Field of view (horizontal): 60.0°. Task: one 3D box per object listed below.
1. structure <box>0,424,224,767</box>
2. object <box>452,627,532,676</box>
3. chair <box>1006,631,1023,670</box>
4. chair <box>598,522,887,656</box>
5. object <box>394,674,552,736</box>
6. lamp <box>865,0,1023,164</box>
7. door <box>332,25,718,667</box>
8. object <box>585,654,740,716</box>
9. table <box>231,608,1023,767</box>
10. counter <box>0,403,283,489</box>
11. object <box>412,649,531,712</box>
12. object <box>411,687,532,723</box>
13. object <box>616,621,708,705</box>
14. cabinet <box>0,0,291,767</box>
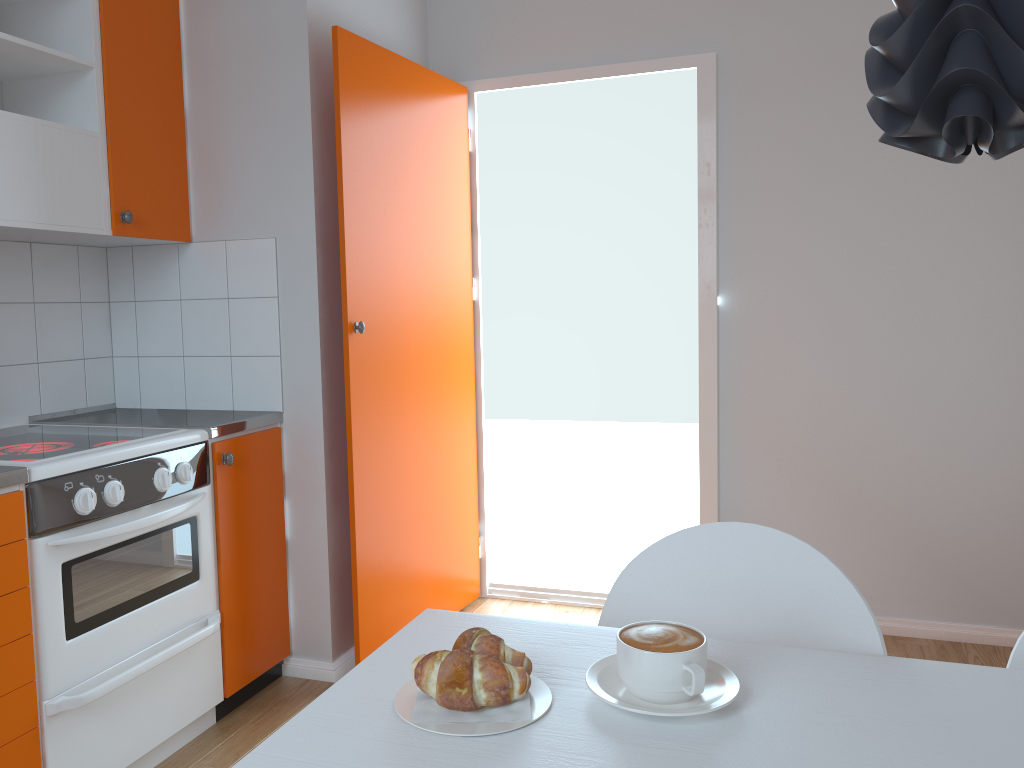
[{"bbox_3d":[-1.229,0.577,2.337,0.736,0.863,0.616,0,5,19],"label":"structure"},{"bbox_3d":[-0.021,0.301,0.968,0.075,0.059,0.059,3,6,40],"label":"object"},{"bbox_3d":[0.691,0.669,0.769,0.510,0.870,0.639,1,5,24],"label":"chair"},{"bbox_3d":[0.135,0.656,1.064,0.512,0.870,0.636,3,7,44],"label":"chair"},{"bbox_3d":[-0.041,0.333,0.938,0.165,0.005,0.169,-4,6,-28],"label":"object"},{"bbox_3d":[0.371,-0.937,0.683,0.172,1.504,0.167,2,6,36],"label":"lamp"},{"bbox_3d":[-0.006,-0.137,3.283,1.383,2.053,0.695,-3,5,-22],"label":"door"},{"bbox_3d":[0.158,0.322,0.937,0.163,0.020,0.158,2,6,34],"label":"object"},{"bbox_3d":[0.363,0.737,0.650,1.285,0.770,0.827,0,5,20],"label":"table"},{"bbox_3d":[-1.542,0.273,1.488,0.684,0.132,3.091,0,5,19],"label":"counter"},{"bbox_3d":[-0.050,0.305,0.924,0.132,0.060,0.069,0,5,20],"label":"object"},{"bbox_3d":[-0.043,0.331,0.942,0.122,0.005,0.120,-1,5,-1],"label":"object"},{"bbox_3d":[0.160,0.293,0.934,0.100,0.064,0.093,1,5,23],"label":"object"},{"bbox_3d":[-1.532,-0.081,1.455,0.708,2.346,3.092,0,5,19],"label":"cabinet"}]
